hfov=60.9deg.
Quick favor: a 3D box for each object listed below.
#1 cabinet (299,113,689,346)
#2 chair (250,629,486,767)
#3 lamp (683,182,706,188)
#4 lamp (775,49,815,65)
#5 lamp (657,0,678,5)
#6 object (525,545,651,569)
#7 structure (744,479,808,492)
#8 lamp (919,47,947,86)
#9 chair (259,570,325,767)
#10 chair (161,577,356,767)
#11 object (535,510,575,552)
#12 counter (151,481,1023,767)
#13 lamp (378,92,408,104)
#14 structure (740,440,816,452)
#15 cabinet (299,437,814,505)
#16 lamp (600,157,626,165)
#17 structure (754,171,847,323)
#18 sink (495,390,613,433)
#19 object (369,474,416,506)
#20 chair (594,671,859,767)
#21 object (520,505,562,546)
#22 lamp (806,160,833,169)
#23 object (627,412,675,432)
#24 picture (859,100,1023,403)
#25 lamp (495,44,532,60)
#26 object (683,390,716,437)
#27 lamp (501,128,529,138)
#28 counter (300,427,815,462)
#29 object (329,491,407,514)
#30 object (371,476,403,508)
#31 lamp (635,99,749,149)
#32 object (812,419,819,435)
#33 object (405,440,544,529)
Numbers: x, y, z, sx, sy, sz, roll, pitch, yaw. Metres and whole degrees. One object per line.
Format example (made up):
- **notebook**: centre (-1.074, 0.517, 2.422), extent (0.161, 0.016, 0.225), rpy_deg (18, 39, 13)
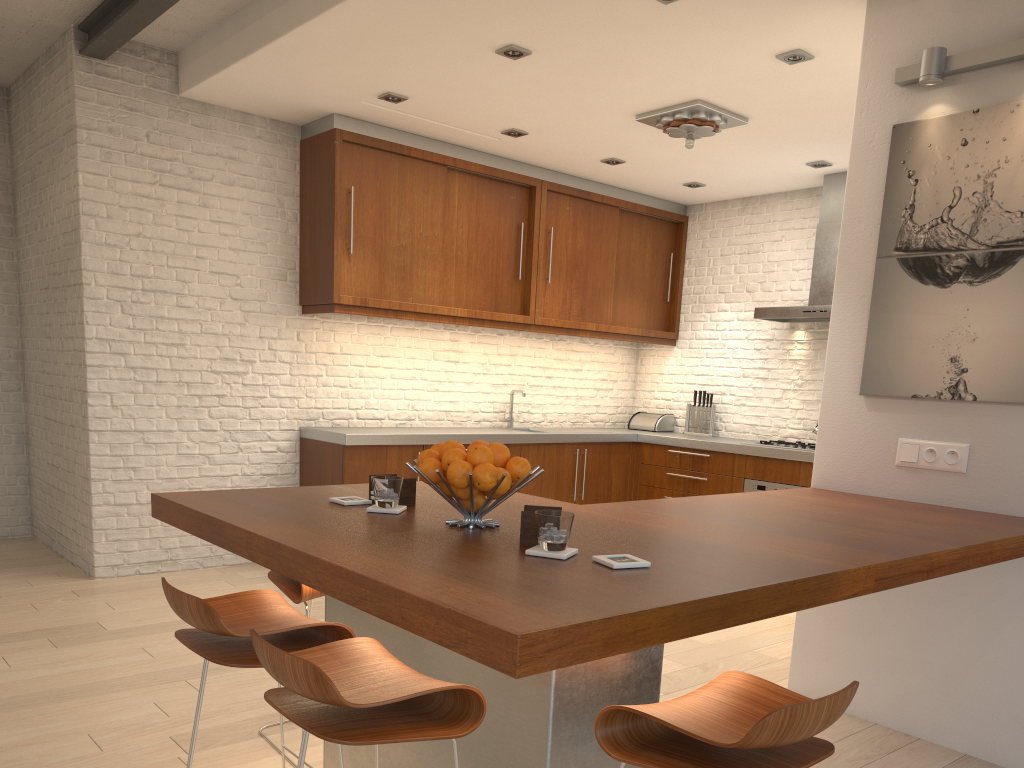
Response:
- **cabinet**: centre (0.048, -0.983, 6.537), extent (3.332, 1.191, 0.452), rpy_deg (2, 8, -40)
- **chair**: centre (-0.356, 0.912, 1.916), extent (0.420, 0.793, 0.397), rpy_deg (-4, 11, -40)
- **lamp**: centre (1.375, -1.518, 6.566), extent (0.123, 0.056, 0.122), rpy_deg (1, 3, -41)
- **lamp**: centre (1.288, -1.505, 3.962), extent (0.123, 0.056, 0.122), rpy_deg (1, 3, -41)
- **lamp**: centre (0.608, -1.536, 3.388), extent (0.123, 0.056, 0.122), rpy_deg (1, 3, -41)
- **object**: centre (0.122, 0.373, 2.007), extent (0.198, 0.035, 0.389), rpy_deg (2, 1, -37)
- **structure**: centre (2.088, 1.013, 6.390), extent (0.498, 0.590, 0.658), rpy_deg (-3, 7, -40)
- **lamp**: centre (1.502, -1.134, 3.113), extent (0.080, 0.107, 0.078), rpy_deg (1, 7, -12)
- **chair**: centre (-0.655, 0.889, 3.076), extent (0.402, 0.793, 0.414), rpy_deg (-4, 11, -40)
- **chair**: centre (-0.704, 0.891, 2.315), extent (0.420, 0.793, 0.397), rpy_deg (-4, 11, -40)
- **object**: centre (0.095, 0.335, 1.982), extent (0.091, 0.086, 0.089), rpy_deg (0, 6, -25)
- **counter**: centre (0.393, 0.867, 2.866), extent (2.489, 0.940, 1.659), rpy_deg (1, 3, -40)
- **lamp**: centre (-0.661, -1.611, 4.848), extent (0.123, 0.056, 0.122), rpy_deg (1, 3, -41)
- **structure**: centre (2.171, 0.456, 6.332), extent (0.588, 0.032, 0.799), rpy_deg (3, 1, -41)
- **cabinet**: centre (1.098, -0.082, 5.999), extent (4.766, 2.900, 2.223), rpy_deg (4, 7, 13)
- **lamp**: centre (0.697, -1.549, 5.994), extent (0.123, 0.056, 0.122), rpy_deg (1, 3, -41)
- **structure**: centre (2.296, -0.954, 6.110), extent (0.455, 1.015, 0.969), rpy_deg (-5, 9, -41)
- **sink**: centre (0.329, 0.279, 6.946), extent (0.855, 0.438, 0.508), rpy_deg (1, 5, -40)
- **object**: centre (-0.361, 0.320, 2.631), extent (0.093, 0.084, 0.113), rpy_deg (-1, 6, -41)
- **chair**: centre (0.446, 0.953, 1.811), extent (0.402, 0.793, 0.414), rpy_deg (-4, 11, -40)
- **object**: centre (0.071, 0.346, 2.126), extent (0.094, 0.084, 0.112), rpy_deg (3, 4, 4)
- **lamp**: centre (2.045, -1.479, 5.797), extent (0.123, 0.056, 0.122), rpy_deg (1, 3, -41)
- **object**: centre (1.224, 0.332, 7.677), extent (0.249, 0.163, 0.339), rpy_deg (0, 4, -41)
- **picture**: centre (1.627, -0.453, 3.141), extent (0.020, 1.039, 0.642), rpy_deg (-6, 12, -41)
- **lamp**: centre (0.008, -1.572, 4.079), extent (0.123, 0.056, 0.122), rpy_deg (1, 3, -41)
- **object**: centre (1.584, 0.245, 7.318), extent (0.066, 0.384, 0.316), rpy_deg (-6, 11, -41)
- **lamp**: centre (0.018, -1.580, 5.421), extent (0.123, 0.056, 0.122), rpy_deg (1, 3, -41)
- **counter**: centre (0.971, 0.449, 5.659), extent (3.323, 0.071, 3.469), rpy_deg (3, 1, -41)
- **object**: centre (-0.379, 0.344, 2.569), extent (0.205, 0.035, 0.283), rpy_deg (2, 1, -41)
- **object**: centre (-0.356, 0.308, 2.482), extent (0.090, 0.086, 0.090), rpy_deg (-2, 7, -43)
- **lamp**: centre (1.015, -1.427, 4.953), extent (0.449, 0.174, 0.443), rpy_deg (1, 2, -41)
- **object**: centre (2.263, 0.309, 6.057), extent (0.263, 0.281, 0.257), rpy_deg (1, 6, -19)
- **object**: centre (-0.099, 0.265, 2.320), extent (0.364, 0.227, 0.357), rpy_deg (4, 3, 15)
